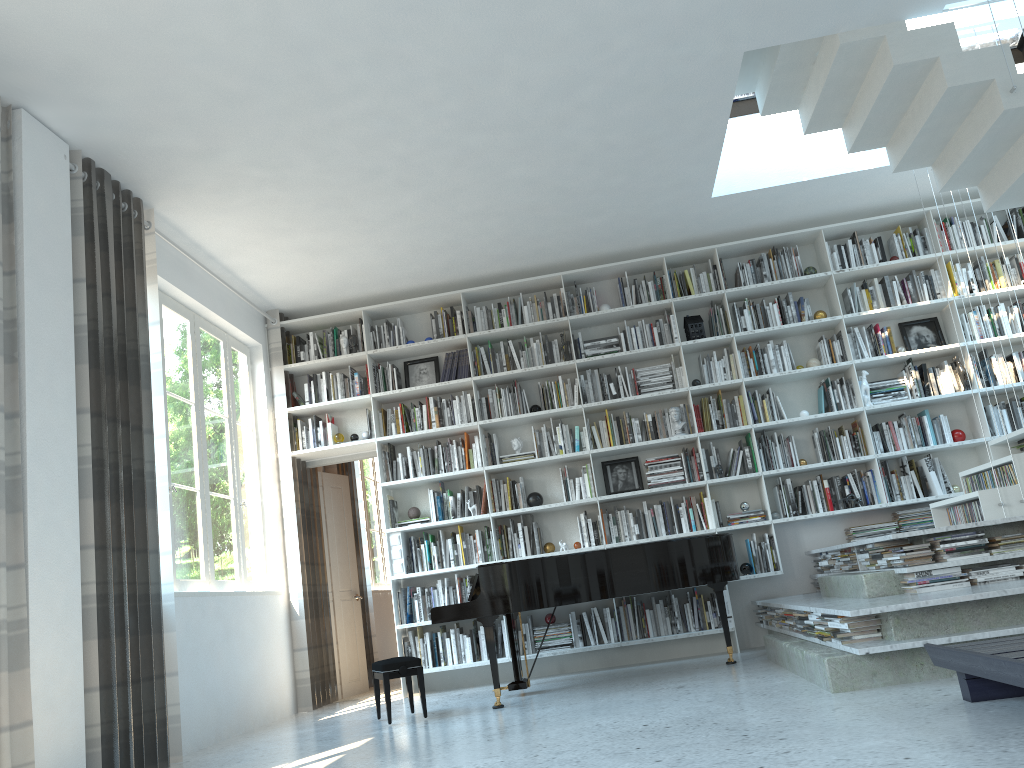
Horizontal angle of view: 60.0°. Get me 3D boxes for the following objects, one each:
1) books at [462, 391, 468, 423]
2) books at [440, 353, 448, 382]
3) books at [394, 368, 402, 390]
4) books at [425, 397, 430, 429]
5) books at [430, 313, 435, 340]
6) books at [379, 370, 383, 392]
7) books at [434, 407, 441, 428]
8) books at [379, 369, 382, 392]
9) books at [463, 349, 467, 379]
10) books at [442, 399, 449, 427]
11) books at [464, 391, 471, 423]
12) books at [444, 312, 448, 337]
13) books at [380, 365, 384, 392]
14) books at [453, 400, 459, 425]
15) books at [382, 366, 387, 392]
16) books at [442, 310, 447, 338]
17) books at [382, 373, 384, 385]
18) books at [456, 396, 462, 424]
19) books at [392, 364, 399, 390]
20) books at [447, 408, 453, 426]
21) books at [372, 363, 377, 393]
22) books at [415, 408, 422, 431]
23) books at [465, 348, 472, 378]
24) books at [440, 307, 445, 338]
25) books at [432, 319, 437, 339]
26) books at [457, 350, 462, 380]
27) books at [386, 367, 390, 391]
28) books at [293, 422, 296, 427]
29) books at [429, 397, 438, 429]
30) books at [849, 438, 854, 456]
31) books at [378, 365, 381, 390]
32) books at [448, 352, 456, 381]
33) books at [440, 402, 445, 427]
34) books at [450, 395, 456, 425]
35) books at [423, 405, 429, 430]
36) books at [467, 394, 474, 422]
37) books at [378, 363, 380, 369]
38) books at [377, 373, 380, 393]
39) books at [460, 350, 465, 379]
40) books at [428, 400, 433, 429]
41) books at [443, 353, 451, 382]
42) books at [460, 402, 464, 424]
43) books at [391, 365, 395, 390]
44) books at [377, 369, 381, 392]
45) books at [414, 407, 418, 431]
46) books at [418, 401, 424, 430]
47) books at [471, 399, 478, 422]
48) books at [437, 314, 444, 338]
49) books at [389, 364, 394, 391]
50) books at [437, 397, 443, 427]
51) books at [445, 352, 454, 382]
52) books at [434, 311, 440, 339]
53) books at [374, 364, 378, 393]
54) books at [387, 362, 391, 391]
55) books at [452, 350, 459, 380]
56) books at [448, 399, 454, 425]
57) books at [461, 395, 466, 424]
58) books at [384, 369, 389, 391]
[{"bbox_3d":[-0.370,0.218,7.282,0.012,0.290,0.182,-9,-13,5],"label":"books"},{"bbox_3d":[-0.553,-0.099,7.398,0.110,0.279,0.174,-9,-13,5],"label":"books"},{"bbox_3d":[-0.949,-0.008,7.407,0.012,0.213,0.186,-9,-13,5],"label":"books"},{"bbox_3d":[-0.676,0.268,7.334,0.014,0.303,0.152,-9,-13,5],"label":"books"},{"bbox_3d":[-0.655,-0.443,7.494,0.013,0.277,0.151,-9,-13,5],"label":"books"},{"bbox_3d":[-1.071,0.010,7.412,0.004,0.213,0.187,-9,-13,5],"label":"books"},{"bbox_3d":[-0.598,0.302,7.289,0.029,0.195,0.192,-9,-14,5],"label":"books"},{"bbox_3d":[-1.077,0.007,7.424,0.009,0.228,0.185,-9,-13,5],"label":"books"},{"bbox_3d":[-0.379,-0.131,7.392,0.078,0.285,0.174,-9,-13,5],"label":"books"},{"bbox_3d":[-0.534,0.267,7.320,0.029,0.260,0.158,-9,-13,5],"label":"books"},{"bbox_3d":[-0.352,0.219,7.292,0.022,0.288,0.169,-9,-13,5],"label":"books"},{"bbox_3d":[-0.540,-0.460,7.463,0.010,0.263,0.157,-9,-13,5],"label":"books"},{"bbox_3d":[-1.066,-0.010,7.430,0.009,0.259,0.184,-9,-13,5],"label":"books"},{"bbox_3d":[-0.445,0.262,7.290,0.030,0.230,0.172,-9,-13,5],"label":"books"},{"bbox_3d":[-1.050,-0.009,7.415,0.004,0.245,0.189,-9,-13,5],"label":"books"},{"bbox_3d":[-0.551,-0.465,7.478,0.013,0.282,0.167,-9,-13,5],"label":"books"},{"bbox_3d":[-1.055,-0.004,7.437,0.010,0.248,0.166,-9,-13,5],"label":"books"},{"bbox_3d":[-0.421,0.242,7.290,0.022,0.262,0.175,-9,-13,5],"label":"books"},{"bbox_3d":[-0.962,-0.024,7.420,0.012,0.254,0.167,-9,-13,5],"label":"books"},{"bbox_3d":[-0.504,0.298,7.307,0.022,0.185,0.137,-9,-13,5],"label":"books"},{"bbox_3d":[-1.133,-0.016,7.436,0.005,0.292,0.184,-9,-13,5],"label":"books"},{"bbox_3d":[-0.753,0.321,7.320,0.031,0.216,0.173,-9,-13,5],"label":"books"},{"bbox_3d":[-0.358,-0.138,7.376,0.078,0.285,0.174,-9,-13,5],"label":"books"},{"bbox_3d":[-0.565,-0.477,7.498,0.014,0.320,0.137,-9,-13,5],"label":"books"},{"bbox_3d":[-0.633,-0.421,7.473,0.028,0.218,0.153,-9,-13,5],"label":"books"},{"bbox_3d":[-0.423,-0.124,7.396,0.078,0.285,0.174,-9,-13,5],"label":"books"},{"bbox_3d":[-1.014,-0.009,7.427,0.019,0.243,0.153,-9,-13,5],"label":"books"},{"bbox_3d":[-1.800,0.464,7.410,0.011,0.272,0.189,-9,-13,5],"label":"books"},{"bbox_3d":[-0.633,0.264,7.305,0.030,0.285,0.185,-9,-13,5],"label":"books"},{"bbox_3d":[2.609,0.486,6.883,0.016,0.230,0.138,-9,-13,5],"label":"books"},{"bbox_3d":[-1.091,-0.012,7.444,0.005,0.277,0.147,-9,-13,5],"label":"books"},{"bbox_3d":[-0.485,-0.108,7.400,0.110,0.279,0.174,-9,-13,5],"label":"books"},{"bbox_3d":[-0.554,0.280,7.304,0.013,0.231,0.172,-9,-13,5],"label":"books"},{"bbox_3d":[-0.468,0.242,7.301,0.012,0.280,0.188,-9,-13,5],"label":"books"},{"bbox_3d":[-0.702,0.304,7.327,0.047,0.237,0.163,-9,-13,5],"label":"books"},{"bbox_3d":[-0.322,0.226,7.284,0.035,0.263,0.178,-9,-13,5],"label":"books"},{"bbox_3d":[-1.086,-0.018,7.447,0.006,0.288,0.144,-9,-13,5],"label":"books"},{"bbox_3d":[-1.101,0.026,7.437,0.015,0.206,0.172,-9,-13,5],"label":"books"},{"bbox_3d":[-0.400,-0.127,7.398,0.078,0.285,0.174,-9,-13,5],"label":"books"},{"bbox_3d":[-0.658,0.277,7.311,0.023,0.270,0.187,-9,-13,5],"label":"books"},{"bbox_3d":[-0.529,-0.101,7.404,0.110,0.279,0.174,-9,-13,5],"label":"books"},{"bbox_3d":[-0.398,0.269,7.295,0.013,0.206,0.172,-9,-13,5],"label":"books"},{"bbox_3d":[-0.973,-0.020,7.422,0.011,0.249,0.168,-9,-13,5],"label":"books"},{"bbox_3d":[-1.093,0.008,7.440,0.005,0.237,0.154,-9,-13,5],"label":"books"},{"bbox_3d":[-0.774,0.320,7.330,0.011,0.228,0.170,-9,-13,5],"label":"books"},{"bbox_3d":[-0.734,0.291,7.329,0.014,0.272,0.181,-9,-13,5],"label":"books"},{"bbox_3d":[-0.285,0.244,7.249,0.039,0.202,0.236,-9,-14,5],"label":"books"},{"bbox_3d":[-0.584,-0.445,7.466,0.028,0.248,0.156,-9,-13,5],"label":"books"},{"bbox_3d":[-0.992,-0.023,7.416,0.023,0.257,0.183,-9,-13,5],"label":"books"},{"bbox_3d":[-0.575,0.260,7.323,0.025,0.285,0.161,-9,-13,5],"label":"books"},{"bbox_3d":[-0.509,-0.109,7.385,0.110,0.279,0.174,-9,-13,5],"label":"books"},{"bbox_3d":[-0.612,-0.455,7.473,0.024,0.279,0.188,-9,-13,5],"label":"books"},{"bbox_3d":[-1.118,-0.012,7.444,0.006,0.286,0.148,-9,-13,5],"label":"books"},{"bbox_3d":[-1.006,-0.030,7.429,0.005,0.280,0.191,-9,-13,5],"label":"books"},{"bbox_3d":[-0.458,-0.120,7.379,0.097,0.282,0.174,-9,-13,5],"label":"books"},{"bbox_3d":[-0.487,0.260,7.319,0.035,0.260,0.131,-9,-13,5],"label":"books"},{"bbox_3d":[-0.383,0.239,7.309,0.024,0.265,0.155,-9,-13,5],"label":"books"},{"bbox_3d":[-1.025,0.002,7.415,0.018,0.218,0.187,-9,-13,5],"label":"books"}]
